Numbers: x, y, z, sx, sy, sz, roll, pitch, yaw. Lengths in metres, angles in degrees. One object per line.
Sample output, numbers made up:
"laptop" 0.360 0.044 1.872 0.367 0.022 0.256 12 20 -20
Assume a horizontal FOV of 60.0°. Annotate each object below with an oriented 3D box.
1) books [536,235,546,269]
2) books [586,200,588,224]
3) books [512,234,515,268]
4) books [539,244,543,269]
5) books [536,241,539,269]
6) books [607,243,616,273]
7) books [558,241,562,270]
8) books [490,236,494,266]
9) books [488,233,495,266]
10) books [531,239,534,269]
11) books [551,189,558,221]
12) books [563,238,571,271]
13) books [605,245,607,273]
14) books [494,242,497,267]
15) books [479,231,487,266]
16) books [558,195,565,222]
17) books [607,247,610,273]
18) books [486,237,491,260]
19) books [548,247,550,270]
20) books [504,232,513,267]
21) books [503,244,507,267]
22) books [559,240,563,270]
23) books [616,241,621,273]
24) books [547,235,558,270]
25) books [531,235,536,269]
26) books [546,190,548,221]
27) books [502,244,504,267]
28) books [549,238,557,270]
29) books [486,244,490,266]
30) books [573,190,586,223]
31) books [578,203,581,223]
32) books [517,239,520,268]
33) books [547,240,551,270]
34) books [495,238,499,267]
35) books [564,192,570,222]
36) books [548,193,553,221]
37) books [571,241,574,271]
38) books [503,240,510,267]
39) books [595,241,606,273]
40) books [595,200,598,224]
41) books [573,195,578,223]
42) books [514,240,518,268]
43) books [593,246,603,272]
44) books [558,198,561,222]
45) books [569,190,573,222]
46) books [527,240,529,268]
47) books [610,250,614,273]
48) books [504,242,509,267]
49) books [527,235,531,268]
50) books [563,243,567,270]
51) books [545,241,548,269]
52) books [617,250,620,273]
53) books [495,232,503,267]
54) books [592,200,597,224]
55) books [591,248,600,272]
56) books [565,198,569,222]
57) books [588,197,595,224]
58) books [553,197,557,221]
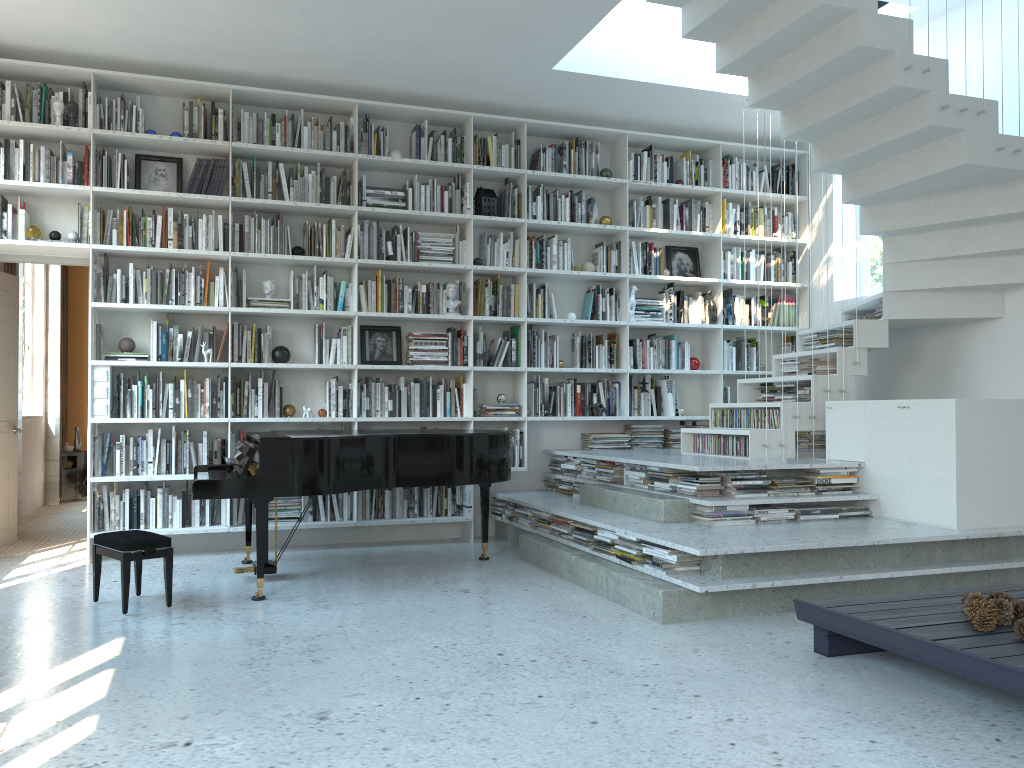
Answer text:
"books" 0.220 -0.991 6.824 0.014 0.280 0.177 0 -1 -19
"books" 0.548 -1.320 6.960 0.030 0.213 0.157 0 -1 -19
"books" -0.016 -0.990 6.755 0.025 0.277 0.173 0 -1 -19
"books" 0.194 -0.958 6.835 0.026 0.216 0.161 0 -1 -19
"books" 0.177 -0.969 6.827 0.013 0.236 0.157 0 -1 -19
"books" 0.778 -0.974 7.026 0.016 0.257 0.176 0 -1 -19
"books" 0.344 -0.972 6.875 0.025 0.244 0.183 0 -1 -19
"books" -0.174 -0.978 6.705 0.028 0.250 0.164 0 -1 -19
"books" -0.160 -0.991 6.711 0.019 0.275 0.146 0 -1 -19
"books" 0.134 -0.975 6.802 0.014 0.247 0.176 0 -1 -19
"books" 0.327 -1.358 6.896 0.013 0.284 0.154 0 -1 -19
"books" 0.412 -0.985 6.893 0.024 0.272 0.169 0 -1 -19
"books" 0.708 -0.967 7.017 0.016 0.243 0.151 0 -1 -19
"books" -0.150 -0.956 6.714 0.023 0.207 0.171 0 -1 -19
"books" -0.222 -0.996 6.695 0.018 0.285 0.159 0 -1 -19
"books" 0.372 -1.334 6.897 0.023 0.237 0.149 0 -1 -19
"books" 0.734 -0.959 7.028 0.016 0.228 0.160 0 -1 -19
"books" -0.192 -0.974 6.705 0.024 0.242 0.159 0 -1 -19
"books" 0.254 -0.947 6.851 0.025 0.194 0.171 0 -1 -19
"books" -0.031 -0.999 6.752 0.028 0.293 0.154 0 -1 -19
"books" -0.082 -0.951 6.724 0.027 0.196 0.185 0 -1 -19
"books" 0.361 -0.979 6.902 0.024 0.262 0.133 0 -1 -19
"books" 0.824 -0.984 7.039 0.005 0.278 0.182 0 -1 -19
"books" 0.315 -0.997 6.881 0.027 0.295 0.159 0 -1 -19
"books" 0.157 -0.992 6.841 0.014 0.284 0.135 0 -1 -19
"books" 0.249 -1.354 6.873 0.012 0.276 0.133 0 -1 -19
"books" -0.099 -0.950 6.715 0.024 0.195 0.173 0 -1 -19
"books" 0.297 -0.982 6.847 0.030 0.263 0.182 0 -1 -19
"books" -0.203 -0.946 6.678 0.028 0.185 0.181 0 -1 -19
"books" 0.525 -1.357 6.937 0.029 0.285 0.183 0 -1 -19
"books" 0.495 -1.305 6.939 0.027 0.181 0.176 0 -1 -19
"books" 0.018 -0.970 6.766 0.026 0.238 0.173 0 -1 -19
"books" 0.269 -0.978 6.863 0.011 0.257 0.131 0 -1 -19
"books" -0.133 -0.971 6.714 0.023 0.236 0.178 0 -1 -19
"books" 0.418 -1.347 6.914 0.012 0.264 0.156 0 -1 -19
"books" 0.275 -1.337 6.857 0.027 0.241 0.160 0 -1 -19
"books" 0.441 -0.974 6.928 0.034 0.254 0.161 0 -1 -19
"books" -0.047 -0.969 6.744 0.024 0.234 0.149 0 -1 -19
"books" 0.698 -0.980 7.002 0.015 0.267 0.164 0 -1 -19
"books" 0.639 -1.327 7.008 0.026 0.229 0.140 0 -1 -19
"books" 0.469 -1.334 6.926 0.030 0.238 0.185 0 -1 -19
"books" 0.005 -0.967 6.745 0.028 0.229 0.176 0 -1 -19
"books" 0.681 -0.962 7.009 0.012 0.232 0.154 0 -1 -19
"books" 0.345 -1.323 6.900 0.025 0.216 0.144 0 -1 -19
"books" 0.443 -1.357 6.937 0.012 0.285 0.159 0 -1 -19
"books" 0.093 -0.972 6.810 0.030 0.242 0.138 0 -1 -19
"books" 0.762 -0.946 7.031 0.013 0.202 0.173 0 -1 -19
"books" -0.062 -0.958 6.731 0.029 0.211 0.158 0 -1 -19
"books" 0.115 -0.990 6.814 0.014 0.278 0.154 0 -1 -19
"books" 0.387 -0.965 6.896 0.021 0.232 0.183 0 -1 -19
"books" 0.235 -0.969 6.835 0.022 0.237 0.164 0 -1 -19
"books" 0.814 -0.948 7.042 0.012 0.206 0.169 0 -1 -19
"books" -0.110 -0.991 6.699 0.028 0.275 0.187 0 -1 -19
"books" 0.610 -1.322 6.979 0.048 0.216 0.182 0 -1 -19
"books" 0.661 -0.956 7.008 0.015 0.220 0.140 0 -1 -19
"books" 0.397 -1.320 6.890 0.021 0.209 0.181 0 -1 -19
"books" 0.592 -1.331 6.963 0.054 0.235 0.171 0 -1 -19
"books" 0.307 -1.327 6.892 0.028 0.223 0.142 0 -1 -19
